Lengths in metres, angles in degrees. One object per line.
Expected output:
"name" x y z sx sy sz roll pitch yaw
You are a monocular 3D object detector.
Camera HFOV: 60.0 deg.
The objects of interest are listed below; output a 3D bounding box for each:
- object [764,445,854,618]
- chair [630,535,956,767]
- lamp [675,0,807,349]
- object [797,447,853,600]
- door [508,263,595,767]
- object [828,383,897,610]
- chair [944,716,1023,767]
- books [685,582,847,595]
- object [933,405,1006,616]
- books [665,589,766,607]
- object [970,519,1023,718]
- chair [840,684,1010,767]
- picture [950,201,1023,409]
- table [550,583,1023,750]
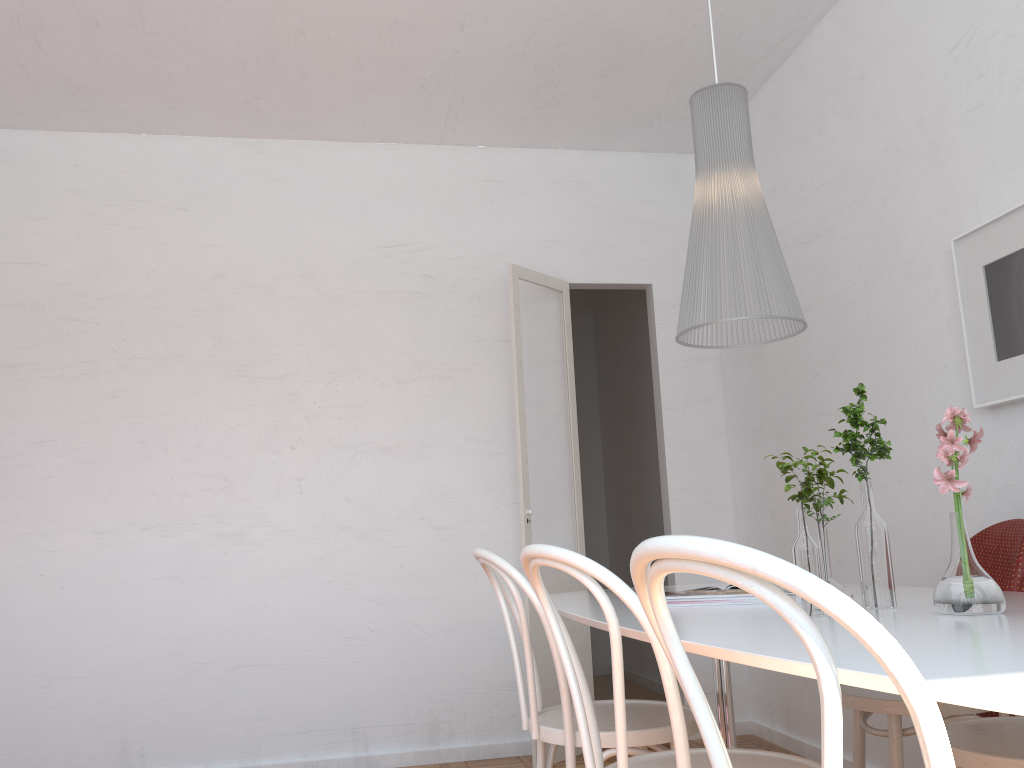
"object" 0.522 0.256 1.544 0.146 0.293 0.098 -7 -10 22
"chair" -1.043 0.342 0.249 3.695 1.338 0.449 2 -11 -25
"lamp" 0.486 -0.848 2.151 0.293 1.492 0.293 -9 -12 34
"object" 0.592 0.273 1.694 0.084 0.307 0.084 -9 -12 34
"door" 0.195 0.551 4.037 0.047 2.194 0.446 -11 -12 39
"object" 0.664 0.206 1.657 0.107 0.418 0.111 1 -10 -22
"chair" 1.069 0.713 1.649 0.520 0.915 0.449 -1 -10 -11
"books" 0.619 0.526 2.305 0.406 0.029 0.266 -11 -13 38
"object" 0.747 0.207 1.492 0.111 0.348 0.108 6 -13 -41
"books" 0.469 0.482 2.005 0.278 0.022 0.205 -6 -11 15
"object" 1.271 0.637 2.253 0.201 0.578 0.493 -3 -10 4
"chair" 1.086 0.820 2.229 0.520 0.915 0.449 -3 -10 -1
"picture" 1.413 -0.224 2.457 0.050 0.522 0.432 -1 -10 -11
"table" 0.643 0.811 1.660 0.931 0.767 2.296 -1 -11 -11
